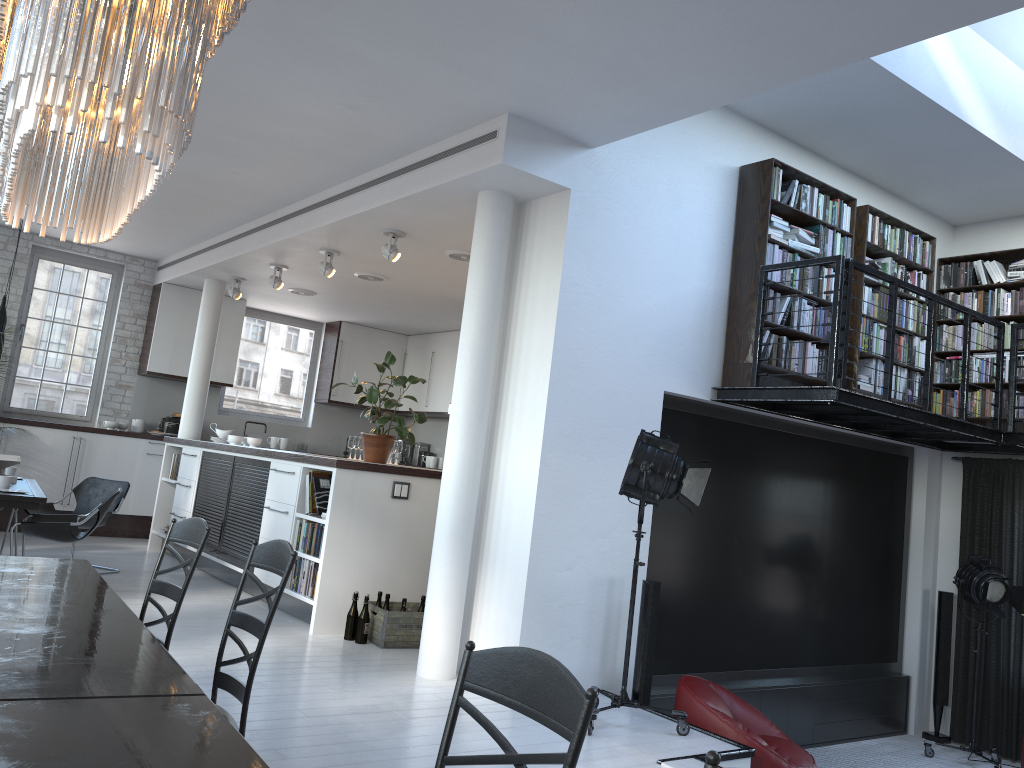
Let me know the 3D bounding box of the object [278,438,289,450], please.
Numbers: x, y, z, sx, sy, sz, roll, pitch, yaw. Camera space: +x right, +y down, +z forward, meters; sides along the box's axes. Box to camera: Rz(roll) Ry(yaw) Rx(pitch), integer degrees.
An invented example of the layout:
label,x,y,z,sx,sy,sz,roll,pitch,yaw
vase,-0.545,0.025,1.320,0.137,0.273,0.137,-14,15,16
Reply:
label,x,y,z,sx,sy,sz,roll,pitch,yaw
object,-2.922,0.769,11.328,0.109,0.153,0.137,5,-7,14

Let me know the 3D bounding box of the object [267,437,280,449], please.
label,x,y,z,sx,sy,sz,roll,pitch,yaw
object,-3.050,0.754,11.335,0.137,0.153,0.109,13,-9,-41

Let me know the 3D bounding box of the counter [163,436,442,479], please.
label,x,y,z,sx,sy,sz,roll,pitch,yaw
counter,-1.920,0.685,8.285,1.441,0.061,4.197,11,-7,-36

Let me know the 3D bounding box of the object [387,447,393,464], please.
label,x,y,z,sx,sy,sz,roll,pitch,yaw
object,-1.143,0.621,8.128,0.082,0.224,0.082,7,-8,-3

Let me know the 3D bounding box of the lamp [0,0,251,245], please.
label,x,y,z,sx,sy,sz,roll,pitch,yaw
lamp,-0.814,-1.178,1.936,0.439,1.634,1.270,12,-9,-31

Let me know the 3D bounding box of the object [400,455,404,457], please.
label,x,y,z,sx,sy,sz,roll,pitch,yaw
object,-1.492,1.023,12.133,0.094,0.098,0.093,9,-7,-19

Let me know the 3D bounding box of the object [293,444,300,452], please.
label,x,y,z,sx,sy,sz,roll,pitch,yaw
object,-2.828,0.839,11.611,0.094,0.098,0.093,2,-9,36

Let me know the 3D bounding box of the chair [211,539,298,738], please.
label,x,y,z,sx,sy,sz,roll,pitch,yaw
chair,-0.964,0.926,2.558,0.501,0.969,0.495,11,-9,-31

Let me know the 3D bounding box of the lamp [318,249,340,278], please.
label,x,y,z,sx,sy,sz,roll,pitch,yaw
lamp,-1.637,-1.063,7.885,0.182,0.240,0.183,11,-9,-33

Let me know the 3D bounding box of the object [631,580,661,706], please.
label,x,y,z,sx,sy,sz,roll,pitch,yaw
object,0.777,1.817,5.378,0.157,1.227,0.156,1,-10,34

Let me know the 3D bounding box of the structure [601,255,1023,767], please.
label,x,y,z,sx,sy,sz,roll,pitch,yaw
structure,3.315,0.971,4.726,4.597,3.370,4.485,12,-8,-36

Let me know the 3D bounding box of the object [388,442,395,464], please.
label,x,y,z,sx,sy,sz,roll,pitch,yaw
object,-1.118,0.636,8.245,0.083,0.224,0.082,4,-8,18

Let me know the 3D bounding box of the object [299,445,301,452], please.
label,x,y,z,sx,sy,sz,roll,pitch,yaw
object,-2.804,0.856,11.753,0.094,0.098,0.093,2,-9,36

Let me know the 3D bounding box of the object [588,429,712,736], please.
label,x,y,z,sx,sy,sz,roll,pitch,yaw
object,0.754,1.042,4.786,0.545,1.586,0.607,6,-8,8

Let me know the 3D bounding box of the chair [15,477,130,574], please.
label,x,y,z,sx,sy,sz,roll,pitch,yaw
chair,-3.724,1.189,7.550,0.671,0.782,0.661,4,-7,19

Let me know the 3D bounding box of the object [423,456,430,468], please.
label,x,y,z,sx,sy,sz,roll,pitch,yaw
object,-1.124,1.047,11.922,0.138,0.153,0.108,9,-7,-14

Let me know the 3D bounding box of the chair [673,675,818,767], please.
label,x,y,z,sx,sy,sz,roll,pitch,yaw
chair,1.335,2.118,5.094,0.831,0.715,0.826,3,-8,33

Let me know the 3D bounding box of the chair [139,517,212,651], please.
label,x,y,z,sx,sy,sz,roll,pitch,yaw
chair,-1.362,0.919,2.962,0.501,0.969,0.496,12,-9,-36

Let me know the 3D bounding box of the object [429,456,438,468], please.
label,x,y,z,sx,sy,sz,roll,pitch,yaw
object,-1.057,1.046,11.837,0.108,0.153,0.138,10,-8,-22

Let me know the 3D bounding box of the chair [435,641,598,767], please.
label,x,y,z,sx,sy,sz,roll,pitch,yaw
chair,-0.208,0.887,1.281,0.502,0.969,0.495,11,-9,-29

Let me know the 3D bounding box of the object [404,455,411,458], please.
label,x,y,z,sx,sy,sz,roll,pitch,yaw
object,-1.431,1.022,12.047,0.094,0.098,0.093,9,-7,-19

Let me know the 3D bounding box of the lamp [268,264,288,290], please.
label,x,y,z,sx,sy,sz,roll,pitch,yaw
lamp,-2.336,-1.053,8.814,0.182,0.240,0.183,11,-9,-33

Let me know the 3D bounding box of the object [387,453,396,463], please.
label,x,y,z,sx,sy,sz,roll,pitch,yaw
object,-1.721,1.013,12.296,0.134,0.153,0.250,12,-8,-34

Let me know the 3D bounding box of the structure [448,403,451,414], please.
label,x,y,z,sx,sy,sz,roll,pitch,yaw
structure,-0.275,0.294,10.936,0.520,0.251,1.041,11,-7,-36

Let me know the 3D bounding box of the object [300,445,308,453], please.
label,x,y,z,sx,sy,sz,roll,pitch,yaw
object,-2.742,0.855,11.670,0.094,0.098,0.093,9,-7,-19

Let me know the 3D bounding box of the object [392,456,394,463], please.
label,x,y,z,sx,sy,sz,roll,pitch,yaw
object,-1.650,1.034,12.420,0.109,0.153,0.137,5,-7,17

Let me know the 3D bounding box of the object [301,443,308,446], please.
label,x,y,z,sx,sy,sz,roll,pitch,yaw
object,-2.738,0.826,11.674,0.094,0.098,0.093,9,-7,-19

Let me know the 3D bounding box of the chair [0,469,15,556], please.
label,x,y,z,sx,sy,sz,roll,pitch,yaw
chair,-4.686,1.082,7.641,0.668,0.782,0.663,11,-8,-31

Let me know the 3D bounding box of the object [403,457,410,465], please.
label,x,y,z,sx,sy,sz,roll,pitch,yaw
object,-1.435,1.051,12.043,0.094,0.098,0.093,9,-7,-19

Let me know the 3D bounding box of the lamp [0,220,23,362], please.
label,x,y,z,sx,sy,sz,roll,pitch,yaw
lamp,-3.884,-1.091,6.956,0.113,1.862,1.053,11,-9,-29

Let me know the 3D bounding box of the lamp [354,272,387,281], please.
label,x,y,z,sx,sy,sz,roll,pitch,yaw
lamp,-1.397,-1.058,8.762,0.327,0.025,0.328,10,-7,-31

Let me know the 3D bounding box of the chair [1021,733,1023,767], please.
label,x,y,z,sx,sy,sz,roll,pitch,yaw
chair,4.047,2.558,6.196,0.831,0.715,0.826,5,-7,15

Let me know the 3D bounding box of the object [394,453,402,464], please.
label,x,y,z,sx,sy,sz,roll,pitch,yaw
object,-1.581,1.029,12.294,0.108,0.153,0.138,12,-9,-37

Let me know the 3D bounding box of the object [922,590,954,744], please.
label,x,y,z,sx,sy,sz,roll,pitch,yaw
object,3.615,2.373,7.479,0.157,1.227,0.157,10,-9,-21

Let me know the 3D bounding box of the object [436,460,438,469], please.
label,x,y,z,sx,sy,sz,roll,pitch,yaw
object,-1.024,1.067,12.000,0.138,0.153,0.108,4,-8,25

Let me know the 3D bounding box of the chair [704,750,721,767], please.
label,x,y,z,sx,sy,sz,roll,pitch,yaw
chair,0.041,0.866,0.789,0.503,0.969,0.494,9,-8,-13

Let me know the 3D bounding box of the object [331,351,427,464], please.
label,x,y,z,sx,sy,sz,roll,pitch,yaw
object,-1.050,0.178,7.040,0.776,0.895,0.434,4,-8,21

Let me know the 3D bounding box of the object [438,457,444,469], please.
label,x,y,z,sx,sy,sz,roll,pitch,yaw
object,-0.935,1.067,11.900,0.138,0.153,0.108,11,-8,-29

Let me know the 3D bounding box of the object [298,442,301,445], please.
label,x,y,z,sx,sy,sz,roll,pitch,yaw
object,-2.800,0.827,11.757,0.094,0.098,0.093,2,-9,36

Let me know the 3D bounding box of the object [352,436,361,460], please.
label,x,y,z,sx,sy,sz,roll,pitch,yaw
object,-1.481,0.611,8.428,0.082,0.224,0.082,-1,-11,44

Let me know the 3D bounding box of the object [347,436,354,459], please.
label,x,y,z,sx,sy,sz,roll,pitch,yaw
object,-1.542,0.612,8.511,0.082,0.224,0.082,7,-8,1

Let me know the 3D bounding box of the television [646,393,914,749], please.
label,x,y,z,sx,sy,sz,roll,pitch,yaw
television,2.127,1.503,6.725,3.339,2.439,0.116,12,-9,-36

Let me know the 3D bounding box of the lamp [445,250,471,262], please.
label,x,y,z,sx,sy,sz,roll,pitch,yaw
lamp,-0.403,-1.072,7.441,0.327,0.025,0.328,11,-7,-38

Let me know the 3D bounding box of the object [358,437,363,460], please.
label,x,y,z,sx,sy,sz,roll,pitch,yaw
object,-1.450,0.626,8.533,0.082,0.224,0.082,-1,-11,44

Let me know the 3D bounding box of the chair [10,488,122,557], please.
label,x,y,z,sx,sy,sz,roll,pitch,yaw
chair,-3.321,1.140,6.589,0.663,0.782,0.669,10,-8,-21

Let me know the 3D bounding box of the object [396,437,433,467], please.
label,x,y,z,sx,sy,sz,roll,pitch,yaw
object,-1.383,0.952,12.416,0.242,0.376,0.874,13,-9,-40

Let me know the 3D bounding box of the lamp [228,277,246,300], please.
label,x,y,z,sx,sy,sz,roll,pitch,yaw
lamp,-3.035,-1.042,9.743,0.182,0.240,0.183,11,-9,-33

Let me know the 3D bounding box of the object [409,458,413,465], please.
label,x,y,z,sx,sy,sz,roll,pitch,yaw
object,-1.410,1.068,12.182,0.094,0.098,0.093,9,-7,-19

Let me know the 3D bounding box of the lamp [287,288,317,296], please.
label,x,y,z,sx,sy,sz,roll,pitch,yaw
lamp,-2.389,-1.043,10.082,0.329,0.025,0.326,4,-7,28

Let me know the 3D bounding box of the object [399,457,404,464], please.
label,x,y,z,sx,sy,sz,roll,pitch,yaw
object,-1.497,1.052,12.126,0.094,0.098,0.093,9,-7,-19

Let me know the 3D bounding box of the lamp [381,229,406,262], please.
label,x,y,z,sx,sy,sz,roll,pitch,yaw
lamp,-0.939,-1.074,6.956,0.182,0.240,0.183,11,-9,-33

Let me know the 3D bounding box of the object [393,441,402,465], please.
label,x,y,z,sx,sy,sz,roll,pitch,yaw
object,-1.057,0.635,8.165,0.082,0.224,0.082,10,-8,-22
